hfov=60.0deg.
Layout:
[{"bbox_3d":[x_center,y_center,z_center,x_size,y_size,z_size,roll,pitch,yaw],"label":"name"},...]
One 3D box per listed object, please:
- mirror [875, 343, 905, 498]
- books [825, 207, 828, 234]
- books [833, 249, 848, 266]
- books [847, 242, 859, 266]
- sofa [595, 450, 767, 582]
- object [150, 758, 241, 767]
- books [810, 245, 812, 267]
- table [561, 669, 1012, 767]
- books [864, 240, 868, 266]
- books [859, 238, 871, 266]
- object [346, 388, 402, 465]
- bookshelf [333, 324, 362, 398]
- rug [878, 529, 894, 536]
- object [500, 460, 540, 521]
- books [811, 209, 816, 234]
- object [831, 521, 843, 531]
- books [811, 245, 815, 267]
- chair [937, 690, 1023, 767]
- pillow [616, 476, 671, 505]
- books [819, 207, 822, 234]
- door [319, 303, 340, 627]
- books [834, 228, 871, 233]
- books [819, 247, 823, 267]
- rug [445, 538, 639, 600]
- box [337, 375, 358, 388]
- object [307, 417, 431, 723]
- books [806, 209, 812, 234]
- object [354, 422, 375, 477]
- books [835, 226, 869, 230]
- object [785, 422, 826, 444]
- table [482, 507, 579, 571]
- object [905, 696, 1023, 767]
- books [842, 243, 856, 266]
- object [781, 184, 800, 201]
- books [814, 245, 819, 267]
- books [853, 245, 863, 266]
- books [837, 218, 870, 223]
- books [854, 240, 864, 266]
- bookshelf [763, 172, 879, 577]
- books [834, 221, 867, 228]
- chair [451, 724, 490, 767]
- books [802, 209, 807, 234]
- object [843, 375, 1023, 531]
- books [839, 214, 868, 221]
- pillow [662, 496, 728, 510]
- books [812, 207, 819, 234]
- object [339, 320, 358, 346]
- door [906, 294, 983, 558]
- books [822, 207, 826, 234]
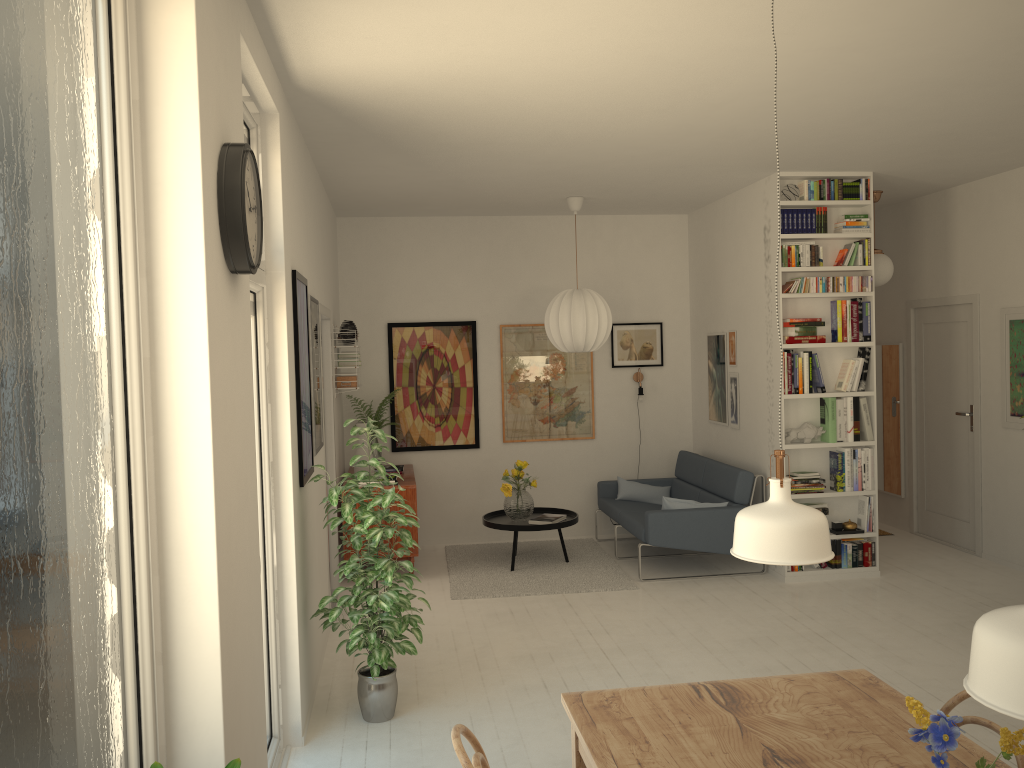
[{"bbox_3d":[3.413,0.315,8.077,0.029,1.370,0.500,-2,2,-8],"label":"mirror"},{"bbox_3d":[2.215,-1.163,6.396,0.020,0.191,0.205,-2,2,-8],"label":"books"},{"bbox_3d":[2.358,-0.906,6.434,0.073,0.129,0.200,-2,2,-8],"label":"books"},{"bbox_3d":[2.427,-0.928,6.417,0.065,0.168,0.229,-2,2,-8],"label":"books"},{"bbox_3d":[1.298,1.009,7.177,0.964,0.773,1.603,-2,2,-8],"label":"sofa"},{"bbox_3d":[-0.598,0.922,1.634,0.417,0.425,0.487,-2,2,-1],"label":"object"},{"bbox_3d":[2.103,-0.909,6.360,0.013,0.159,0.176,-2,2,-8],"label":"books"},{"bbox_3d":[0.708,1.243,1.631,0.894,0.749,1.798,-2,2,-8],"label":"table"},{"bbox_3d":[2.517,-0.940,6.429,0.014,0.188,0.218,-2,2,-8],"label":"books"},{"bbox_3d":[2.536,-0.946,6.429,0.022,0.198,0.212,-2,2,-8],"label":"books"},{"bbox_3d":[-1.160,0.379,7.571,0.476,0.686,0.398,-2,2,-6],"label":"object"},{"bbox_3d":[-1.310,-0.190,7.099,0.184,0.564,0.695,-2,2,-8],"label":"bookshelf"},{"bbox_3d":[2.826,1.321,7.932,0.941,0.002,0.553,-2,2,-8],"label":"rug"},{"bbox_3d":[0.043,0.846,7.039,0.291,0.471,0.361,-1,2,31],"label":"object"},{"bbox_3d":[2.127,-1.154,6.373,0.034,0.178,0.188,-2,2,-8],"label":"books"},{"bbox_3d":[2.354,1.029,6.422,0.058,0.055,0.058,-2,2,-8],"label":"object"},{"bbox_3d":[2.119,-0.908,6.382,0.024,0.155,0.206,-2,2,-8],"label":"books"},{"bbox_3d":[1.015,1.176,2.152,0.483,0.810,0.385,-2,2,-10],"label":"chair"},{"bbox_3d":[1.157,0.942,7.793,0.540,0.277,0.157,-2,2,-6],"label":"pillow"},{"bbox_3d":[2.176,-1.162,6.388,0.020,0.191,0.205,-2,2,-8],"label":"books"},{"bbox_3d":[-1.660,0.511,5.930,0.882,2.033,0.955,-2,2,-8],"label":"door"},{"bbox_3d":[2.435,-1.093,6.417,0.214,0.038,0.222,-2,2,-8],"label":"books"},{"bbox_3d":[2.182,-0.904,6.376,0.020,0.145,0.189,-2,2,-8],"label":"books"},{"bbox_3d":[0.154,1.429,6.997,1.304,0.012,1.661,-2,2,-6],"label":"rug"},{"bbox_3d":[-1.286,-0.019,6.926,0.152,0.084,0.266,-2,2,-7],"label":"box"},{"bbox_3d":[-0.669,0.858,4.147,0.568,1.424,0.514,0,2,35],"label":"object"},{"bbox_3d":[2.092,-1.153,6.369,0.034,0.178,0.188,-2,2,-8],"label":"books"},{"bbox_3d":[-1.159,0.525,6.929,0.160,0.445,0.158,0,2,32],"label":"object"},{"bbox_3d":[2.436,-1.121,6.415,0.200,0.018,0.208,-2,2,-8],"label":"books"},{"bbox_3d":[2.096,0.348,6.370,0.311,0.150,0.137,-2,2,0],"label":"object"},{"bbox_3d":[0.150,1.236,7.034,0.761,0.385,0.761,-1,2,8],"label":"table"},{"bbox_3d":[0.690,0.685,1.368,0.206,0.388,0.145,0,3,44],"label":"object"},{"bbox_3d":[2.393,-0.925,6.426,0.092,0.165,0.222,-2,2,-8],"label":"books"},{"bbox_3d":[1.974,-1.354,6.288,0.131,0.131,0.131,-2,2,-12],"label":"object"},{"bbox_3d":[2.147,-0.907,6.352,0.023,0.153,0.176,-2,2,-8],"label":"books"},{"bbox_3d":[2.472,-0.920,6.419,0.030,0.153,0.200,-2,2,-8],"label":"books"},{"bbox_3d":[2.442,-1.169,6.391,0.179,0.016,0.208,-2,2,-3],"label":"books"},{"bbox_3d":[2.497,-0.939,6.439,0.022,0.187,0.186,-2,2,-8],"label":"books"},{"bbox_3d":[2.236,-0.053,6.422,0.710,2.900,0.249,-2,2,-8],"label":"bookshelf"},{"bbox_3d":[2.423,-1.145,6.411,0.173,0.030,0.199,-2,2,-18],"label":"books"},{"bbox_3d":[0.111,1.204,2.092,0.483,0.810,0.385,-2,2,-5],"label":"chair"},{"bbox_3d":[2.057,-1.152,6.364,0.034,0.178,0.188,-2,2,-8],"label":"books"},{"bbox_3d":[3.176,0.544,5.663,0.778,1.711,2.088,-3,2,-27],"label":"object"},{"bbox_3d":[2.448,-1.194,6.408,0.169,0.032,0.188,-2,2,-3],"label":"books"},{"bbox_3d":[1.322,0.977,6.527,0.533,0.353,0.141,-2,2,-8],"label":"pillow"},{"bbox_3d":[2.155,-1.161,6.388,0.020,0.191,0.205,-2,2,-8],"label":"books"},{"bbox_3d":[-1.263,-0.395,6.851,0.139,0.200,0.139,0,2,37],"label":"object"},{"bbox_3d":[3.592,0.308,7.297,0.166,2.033,0.955,-2,2,-8],"label":"door"},{"bbox_3d":[2.197,-1.162,6.382,0.020,0.191,0.205,-2,2,-8],"label":"books"}]
